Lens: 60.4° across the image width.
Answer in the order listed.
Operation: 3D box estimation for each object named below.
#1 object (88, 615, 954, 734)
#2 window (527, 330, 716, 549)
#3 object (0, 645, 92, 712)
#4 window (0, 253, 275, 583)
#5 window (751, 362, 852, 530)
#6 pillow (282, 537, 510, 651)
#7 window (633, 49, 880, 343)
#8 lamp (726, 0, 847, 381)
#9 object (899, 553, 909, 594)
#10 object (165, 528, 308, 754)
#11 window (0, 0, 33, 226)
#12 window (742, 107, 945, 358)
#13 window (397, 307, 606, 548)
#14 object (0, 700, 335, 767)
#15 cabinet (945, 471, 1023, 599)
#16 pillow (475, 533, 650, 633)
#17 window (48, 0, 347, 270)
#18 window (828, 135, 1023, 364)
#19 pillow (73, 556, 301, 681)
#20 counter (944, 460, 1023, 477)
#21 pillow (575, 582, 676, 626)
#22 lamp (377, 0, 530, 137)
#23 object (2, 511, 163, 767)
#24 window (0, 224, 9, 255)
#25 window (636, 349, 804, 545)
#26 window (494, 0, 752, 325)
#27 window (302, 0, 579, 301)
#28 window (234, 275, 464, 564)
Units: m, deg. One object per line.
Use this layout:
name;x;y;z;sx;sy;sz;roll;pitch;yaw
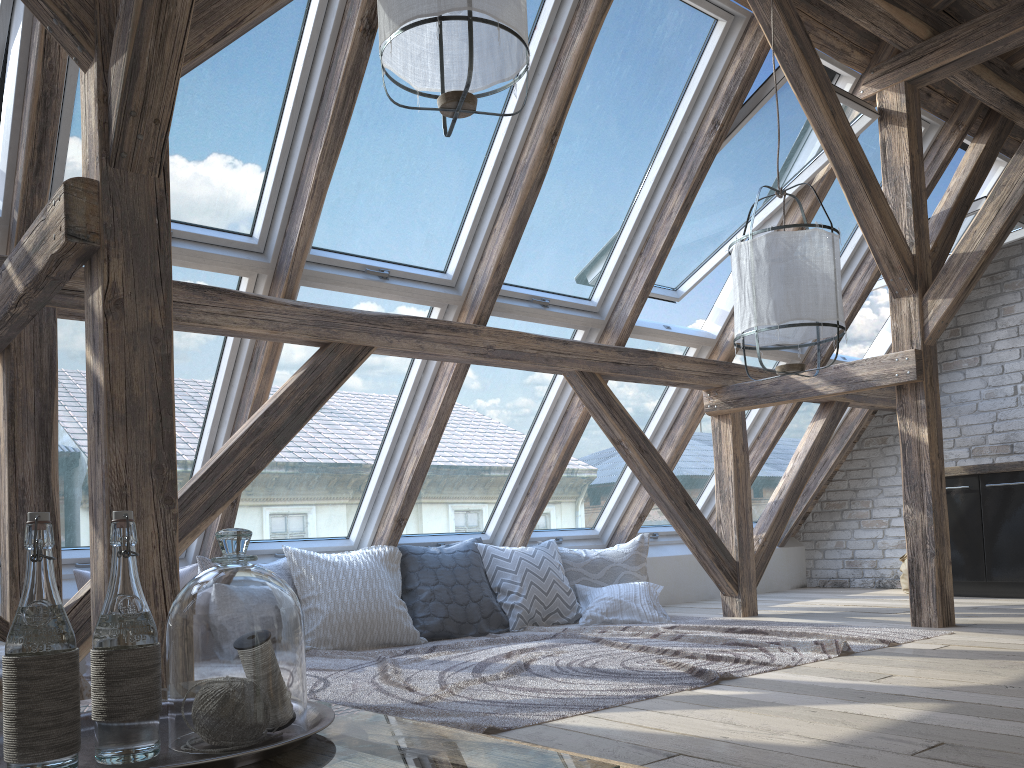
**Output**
object;0.075;1.149;3.820;3.195;0.056;2.211;5;-13;-38
window;0.561;0.364;5.338;0.857;1.264;1.106;2;-7;-39
object;-1.311;0.653;2.003;1.008;0.469;0.821;-1;-8;-9
window;-1.581;0.154;3.597;0.857;1.264;1.106;2;-7;-39
window;1.989;0.503;6.499;0.857;1.264;1.106;2;-7;-39
pillow;-0.557;1.069;4.571;1.275;0.557;0.472;4;-9;-38
window;1.105;-0.968;4.661;0.857;1.264;1.420;2;-8;-39
lamp;1.002;-0.969;3.325;0.407;1.878;0.403;-3;-3;2
object;2.889;1.284;6.237;0.337;0.386;0.397;-1;-7;-13
object;-0.324;0.293;1.036;0.156;0.245;0.157;-4;-5;19
window;-1.748;-1.247;2.338;0.857;1.264;1.363;2;-8;-39
window;1.850;-0.906;5.204;0.857;1.264;1.106;2;-7;-39
window;-0.153;0.294;4.758;0.857;1.264;1.106;2;-7;-39
object;-0.405;0.408;1.015;0.394;0.021;0.400;1;-10;-19
cabinet;3.663;-0.195;4.010;2.096;2.481;4.259;2;-9;-39
pillow;0.326;1.174;5.230;1.156;0.529;0.506;3;-8;-34
window;-1.006;-1.185;2.883;0.857;1.264;1.106;2;-7;-39
window;2.525;-0.826;5.832;0.857;1.263;1.536;2;-8;-39
pillow;-1.342;1.033;3.963;0.438;0.519;1.138;-8;-10;43
counter;3.517;0.652;4.084;2.247;0.843;3.853;5;-12;-39
pillow;0.639;1.270;5.061;0.536;0.239;0.481;-3;-8;2
lamp;-0.171;-1.374;2.397;0.409;1.293;0.401;-4;-4;27
object;-0.453;0.269;0.932;0.154;0.265;0.072;1;-5;-39
window;-2.295;0.085;3.017;0.857;1.264;1.106;2;-7;-39
window;1.275;0.433;5.918;0.857;1.264;1.106;2;-7;-39
window;0.422;-1.045;4.043;0.857;1.264;1.106;2;-7;-39
window;-0.292;-1.115;3.463;0.857;1.264;1.106;2;-7;-39
window;-0.867;0.224;4.178;0.857;1.264;1.106;2;-7;-39
